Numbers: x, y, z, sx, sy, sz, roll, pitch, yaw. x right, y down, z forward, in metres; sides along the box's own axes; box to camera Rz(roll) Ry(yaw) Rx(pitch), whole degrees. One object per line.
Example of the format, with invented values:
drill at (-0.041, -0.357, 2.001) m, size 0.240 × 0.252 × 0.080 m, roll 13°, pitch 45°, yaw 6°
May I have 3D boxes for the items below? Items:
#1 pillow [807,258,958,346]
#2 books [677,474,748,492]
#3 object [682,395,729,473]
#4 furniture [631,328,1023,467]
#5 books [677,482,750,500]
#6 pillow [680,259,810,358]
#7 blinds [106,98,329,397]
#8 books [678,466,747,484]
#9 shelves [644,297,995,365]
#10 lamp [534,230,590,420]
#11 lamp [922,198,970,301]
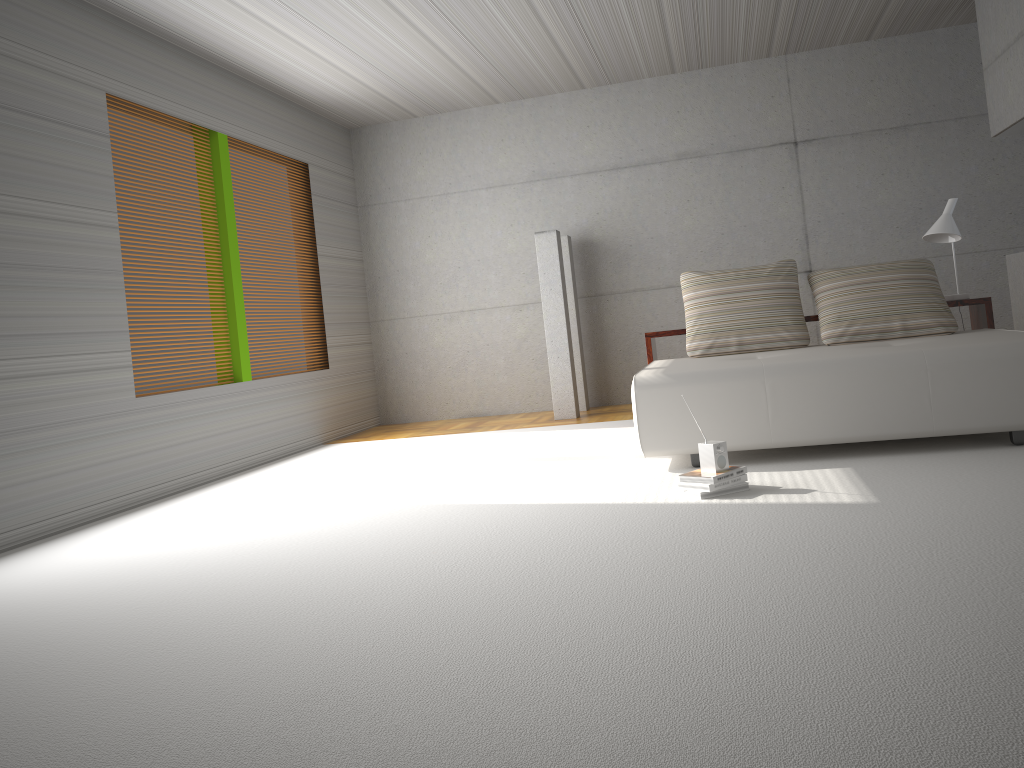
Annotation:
pillow at (2.388, -0.536, 5.757) m, size 0.805 × 0.518 × 0.579 m, roll -6°, pitch 1°, yaw 14°
books at (0.912, 0.444, 4.024) m, size 0.266 × 0.032 × 0.188 m, roll -9°, pitch 4°, yaw -37°
object at (0.865, 0.219, 3.993) m, size 0.186 × 0.367 × 0.089 m, roll -6°, pitch -1°, yaw -36°
furniture at (1.876, 0.056, 5.223) m, size 2.164 × 0.522 × 1.617 m, roll -5°, pitch 3°, yaw 14°
books at (0.915, 0.475, 4.023) m, size 0.265 × 0.032 × 0.188 m, roll -7°, pitch 3°, yaw -22°
pillow at (1.568, -0.512, 6.006) m, size 0.799 × 0.610 × 0.491 m, roll -6°, pitch 1°, yaw 13°
blinds at (-2.228, -0.918, 6.809) m, size 0.012 × 2.046 × 3.541 m, roll -6°, pitch 2°, yaw 14°
books at (0.916, 0.411, 4.024) m, size 0.266 × 0.032 × 0.188 m, roll -9°, pitch 4°, yaw -42°
shelves at (2.110, -0.124, 6.189) m, size 2.246 × 0.717 × 0.401 m, roll -5°, pitch 0°, yaw 13°
lamp at (0.478, -0.559, 8.265) m, size 0.200 × 1.694 × 0.799 m, roll -6°, pitch 0°, yaw 14°
lamp at (2.973, -0.917, 6.011) m, size 0.323 × 0.701 × 0.244 m, roll -6°, pitch -1°, yaw -5°
